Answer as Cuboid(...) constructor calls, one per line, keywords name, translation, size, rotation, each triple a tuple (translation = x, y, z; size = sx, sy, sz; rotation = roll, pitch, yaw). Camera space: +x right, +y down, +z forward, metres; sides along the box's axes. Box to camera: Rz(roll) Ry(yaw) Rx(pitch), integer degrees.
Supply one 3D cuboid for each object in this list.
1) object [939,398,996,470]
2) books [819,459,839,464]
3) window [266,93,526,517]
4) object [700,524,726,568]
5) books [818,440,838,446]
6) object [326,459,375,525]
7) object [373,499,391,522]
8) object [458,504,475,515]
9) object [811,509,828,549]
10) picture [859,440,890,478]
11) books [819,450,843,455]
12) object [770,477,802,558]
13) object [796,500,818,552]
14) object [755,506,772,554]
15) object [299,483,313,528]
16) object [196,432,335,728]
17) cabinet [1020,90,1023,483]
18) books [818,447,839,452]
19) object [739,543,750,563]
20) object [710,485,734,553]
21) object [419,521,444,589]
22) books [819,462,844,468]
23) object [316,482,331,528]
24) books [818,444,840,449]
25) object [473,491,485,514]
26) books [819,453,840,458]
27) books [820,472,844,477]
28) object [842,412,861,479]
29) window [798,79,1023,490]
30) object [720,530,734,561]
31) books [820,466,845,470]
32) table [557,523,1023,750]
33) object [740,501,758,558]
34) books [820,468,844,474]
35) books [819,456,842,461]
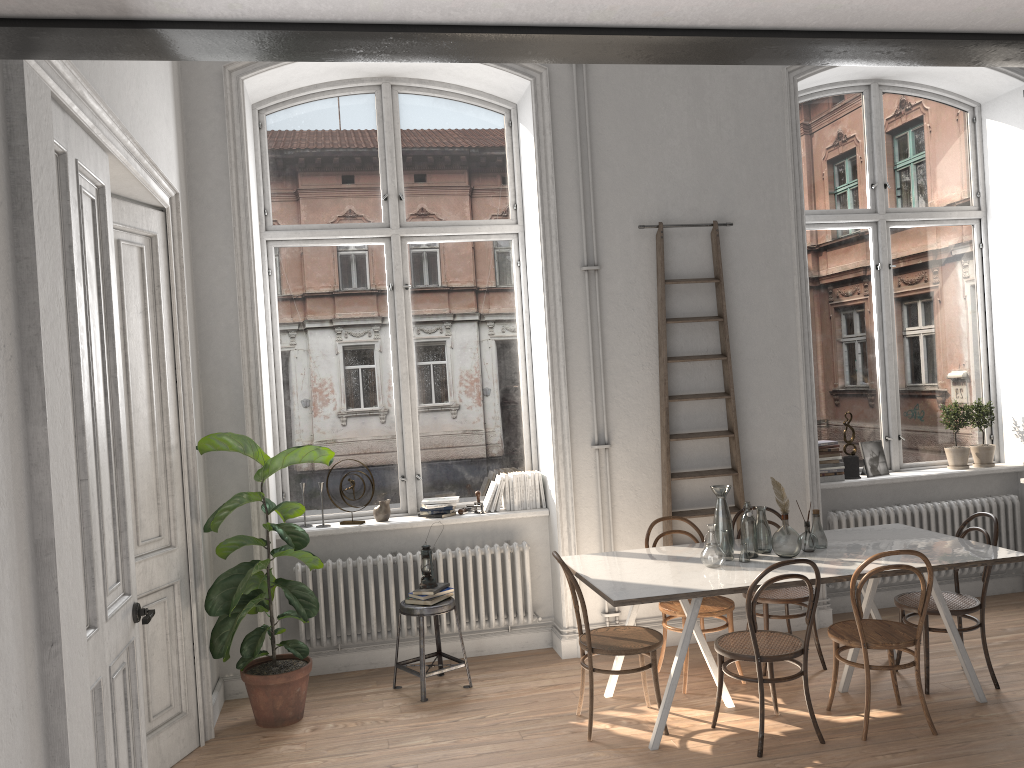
Cuboid(name="object", translation=(3.441, 0.371, 6.694), size=(0.500, 0.524, 0.234), rotation=(-4, 1, -21))
Cuboid(name="books", translation=(2.260, 0.562, 6.461), size=(0.205, 0.022, 0.155), rotation=(-3, 0, 3))
Cuboid(name="window", translation=(-0.771, -0.572, 6.066), size=(1.622, 2.843, 0.013), rotation=(-4, 1, -11))
Cuboid(name="object", translation=(1.051, 0.846, 4.648), size=(0.132, 0.219, 0.132), rotation=(-4, 1, -21))
Cuboid(name="books", translation=(2.245, 0.433, 6.468), size=(0.201, 0.024, 0.159), rotation=(-4, 0, -21))
Cuboid(name="object", translation=(-1.056, 0.705, 5.818), size=(0.347, 0.425, 0.087), rotation=(-3, 1, 22))
Cuboid(name="object", translation=(-0.858, 0.834, 5.851), size=(0.100, 0.142, 0.102), rotation=(-4, 1, -36))
Cuboid(name="object", translation=(-0.315, 0.848, 5.975), size=(0.088, 0.048, 0.153), rotation=(-3, 0, 29))
Cuboid(name="object", translation=(1.710, 0.809, 4.970), size=(0.101, 0.212, 0.101), rotation=(-3, 1, 29))
Cuboid(name="picture", translation=(2.661, 0.555, 6.585), size=(0.221, 0.264, 0.149), rotation=(-4, 1, -27))
Cuboid(name="books", translation=(2.250, 0.497, 6.460), size=(0.243, 0.019, 0.174), rotation=(-3, 0, -11))
Cuboid(name="object", translation=(1.468, 0.707, 4.767), size=(0.157, 0.446, 0.157), rotation=(-3, 1, 7))
Cuboid(name="object", translation=(1.623, 0.779, 4.877), size=(0.107, 0.283, 0.107), rotation=(-4, 1, -16))
Cuboid(name="object", translation=(1.387, 0.808, 4.916), size=(0.098, 0.255, 0.100), rotation=(-4, 1, -34))
Cuboid(name="object", translation=(-1.360, 0.792, 5.798), size=(0.095, 0.289, 0.095), rotation=(-3, 1, 21))
Cuboid(name="object", translation=(1.173, 0.806, 5.192), size=(5.827, 1.842, 0.792), rotation=(-3, 1, -6))
Cuboid(name="cabinet", translation=(3.996, -0.234, 4.475), size=(0.635, 3.583, 3.251), rotation=(-4, 0, -11))
Cuboid(name="books", translation=(2.241, 0.476, 6.458), size=(0.231, 0.023, 0.162), rotation=(-3, 0, 5))
Cuboid(name="object", translation=(1.234, 0.898, 4.715), size=(0.058, 0.094, 0.058), rotation=(-3, 1, 17))
Cuboid(name="object", translation=(1.168, 0.757, 4.914), size=(0.116, 0.383, 0.116), rotation=(-3, 1, 0))
Cuboid(name="object", translation=(-0.497, 1.039, 5.409), size=(0.163, 0.383, 0.154), rotation=(-4, 1, -37))
Cuboid(name="books", translation=(2.256, 0.587, 6.465), size=(0.245, 0.028, 0.193), rotation=(-4, 0, -16))
Cuboid(name="object", translation=(-1.234, 0.784, 5.763), size=(0.095, 0.289, 0.095), rotation=(-3, 1, 12))
Cuboid(name="books", translation=(2.253, 0.454, 6.461), size=(0.205, 0.020, 0.155), rotation=(-3, 0, -11))
Cuboid(name="object", translation=(-0.224, 0.790, 5.936), size=(0.048, 0.153, 0.088), rotation=(-4, 1, -41))
Cuboid(name="books", translation=(2.257, 0.517, 6.461), size=(0.205, 0.022, 0.155), rotation=(-4, 0, -16))
Cuboid(name="books", translation=(2.254, 0.651, 6.448), size=(0.249, 0.023, 0.175), rotation=(-4, 0, -15))
Cuboid(name="object", translation=(2.477, 0.447, 6.508), size=(0.122, 0.488, 0.102), rotation=(-3, 1, 14))
Cuboid(name="window", translation=(8.165, -5.482, 10.812), size=(14.383, 15.936, 26.398), rotation=(-4, 0, -11))
Cuboid(name="object", translation=(1.155, 0.871, 4.797), size=(0.083, 0.158, 0.083), rotation=(-4, 1, -15))
Cuboid(name="books", translation=(2.258, 0.608, 6.464), size=(0.255, 0.014, 0.192), rotation=(-3, 0, -8))
Cuboid(name="table", translation=(1.466, 1.321, 4.812), size=(2.200, 0.780, 1.100), rotation=(-4, 0, -11))
Cuboid(name="object", translation=(1.287, 0.790, 4.823), size=(0.086, 0.301, 0.086), rotation=(-4, 1, -25))
Cuboid(name="books", translation=(2.252, 0.628, 6.448), size=(0.249, 0.023, 0.175), rotation=(-3, 0, -10))
Cuboid(name="books", translation=(2.261, 0.539, 6.467), size=(0.222, 0.024, 0.158), rotation=(-3, 0, -11))
